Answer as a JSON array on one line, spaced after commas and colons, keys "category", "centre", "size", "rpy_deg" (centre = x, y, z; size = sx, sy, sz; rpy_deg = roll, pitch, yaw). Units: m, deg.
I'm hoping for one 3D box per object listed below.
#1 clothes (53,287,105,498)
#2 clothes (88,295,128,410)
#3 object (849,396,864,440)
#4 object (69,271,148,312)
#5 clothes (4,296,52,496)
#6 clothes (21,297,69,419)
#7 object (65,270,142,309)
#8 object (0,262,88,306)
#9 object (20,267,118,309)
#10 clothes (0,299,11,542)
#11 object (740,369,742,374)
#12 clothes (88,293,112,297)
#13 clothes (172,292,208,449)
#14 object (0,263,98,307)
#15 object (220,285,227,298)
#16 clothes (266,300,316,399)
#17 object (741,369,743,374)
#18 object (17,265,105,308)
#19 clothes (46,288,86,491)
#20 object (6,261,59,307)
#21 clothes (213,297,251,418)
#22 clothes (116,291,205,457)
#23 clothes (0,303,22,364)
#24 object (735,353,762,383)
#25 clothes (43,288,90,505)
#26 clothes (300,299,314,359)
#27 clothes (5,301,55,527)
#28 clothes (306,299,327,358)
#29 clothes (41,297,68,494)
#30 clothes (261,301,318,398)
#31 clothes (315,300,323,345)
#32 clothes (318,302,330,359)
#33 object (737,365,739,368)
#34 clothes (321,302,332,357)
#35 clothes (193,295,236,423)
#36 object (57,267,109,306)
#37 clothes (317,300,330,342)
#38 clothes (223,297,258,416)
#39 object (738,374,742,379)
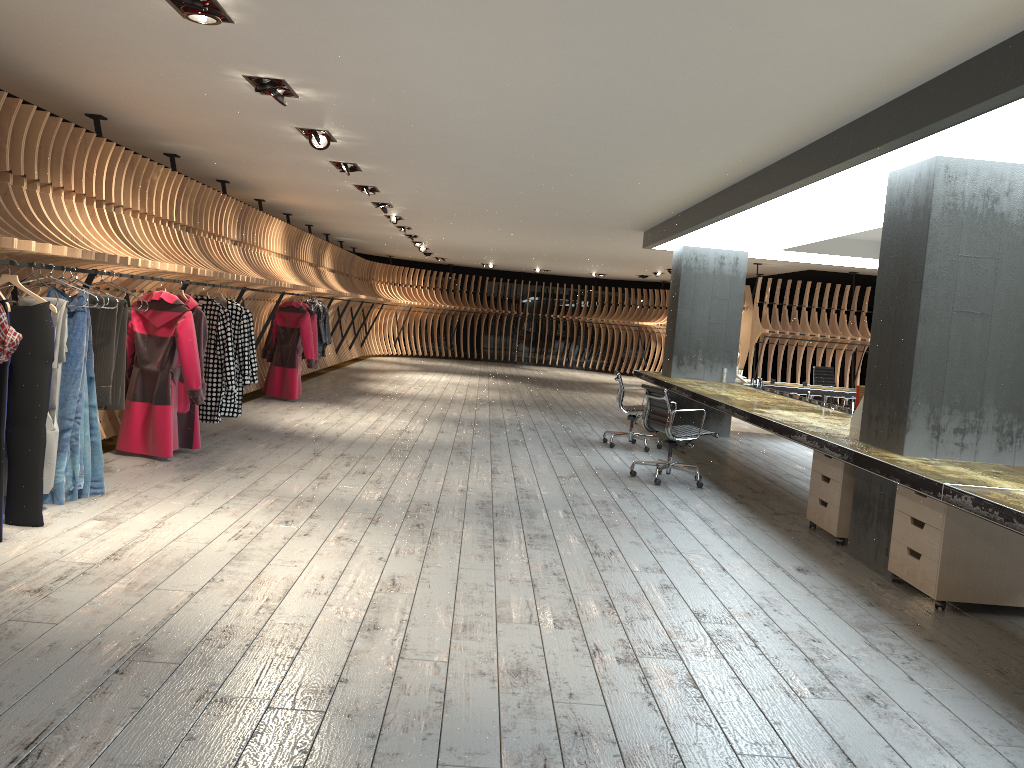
[{"category": "clothes", "centre": [-2.775, 0.161, 5.698], "size": [0.373, 1.535, 0.312], "rpy_deg": [6, 3, 9]}, {"category": "clothes", "centre": [-2.758, -0.207, 5.966], "size": [0.278, 0.766, 0.263], "rpy_deg": [5, 3, 5]}, {"category": "object", "centre": [2.442, 0.194, 6.076], "size": [0.129, 0.382, 0.240], "rpy_deg": [5, 4, -2]}, {"category": "object", "centre": [-2.783, -0.651, 6.128], "size": [0.547, 0.262, 0.023], "rpy_deg": [5, 3, 0]}, {"category": "clothes", "centre": [-2.757, 0.076, 5.042], "size": [0.273, 1.142, 0.170], "rpy_deg": [7, 4, 30]}, {"category": "clothes", "centre": [-2.806, 0.056, 5.253], "size": [0.273, 1.142, 0.170], "rpy_deg": [2, 5, -45]}, {"category": "object", "centre": [-2.747, -0.644, 5.937], "size": [0.549, 0.242, 0.023], "rpy_deg": [5, 3, 0]}, {"category": "object", "centre": [-2.723, -0.577, 5.122], "size": [0.549, 0.250, 0.023], "rpy_deg": [5, 3, 0]}, {"category": "object", "centre": [-2.731, -0.607, 5.494], "size": [0.549, 0.242, 0.023], "rpy_deg": [3, 4, -30]}, {"category": "clothes", "centre": [-2.771, 0.218, 4.642], "size": [0.540, 1.351, 0.087], "rpy_deg": [8, 4, 37]}, {"category": "object", "centre": [3.254, -0.133, 12.633], "size": [0.007, 0.170, 0.030], "rpy_deg": [3, 4, -25]}, {"category": "clothes", "centre": [-2.885, -0.238, 6.135], "size": [0.336, 0.775, 0.255], "rpy_deg": [6, 3, 13]}, {"category": "clothes", "centre": [-2.851, -0.118, 7.420], "size": [0.840, 1.311, 0.321], "rpy_deg": [7, 4, 27]}, {"category": "object", "centre": [-2.725, -0.590, 5.230], "size": [0.549, 0.242, 0.023], "rpy_deg": [1, 5, -40]}, {"category": "object", "centre": [-2.838, -0.836, 8.641], "size": [0.525, 0.270, 0.012], "rpy_deg": [4, 3, -12]}, {"category": "clothes", "centre": [-2.981, -0.468, 11.934], "size": [0.840, 1.311, 0.321], "rpy_deg": [7, 4, 27]}, {"category": "object", "centre": [3.264, -0.133, 12.633], "size": [0.030, 0.170, 0.007], "rpy_deg": [8, 4, 38]}, {"category": "object", "centre": [-2.734, -0.601, 5.387], "size": [0.549, 0.242, 0.023], "rpy_deg": [5, 3, 5]}, {"category": "clothes", "centre": [-2.817, 0.048, 5.544], "size": [0.277, 1.290, 0.317], "rpy_deg": [2, 4, -38]}, {"category": "object", "centre": [-2.719, -0.574, 5.025], "size": [0.550, 0.242, 0.023], "rpy_deg": [8, 4, 34]}, {"category": "clothes", "centre": [-2.880, -0.258, 8.473], "size": [0.773, 1.159, 0.191], "rpy_deg": [5, 3, -2]}, {"category": "clothes", "centre": [-2.842, -0.096, 7.132], "size": [0.840, 1.311, 0.321], "rpy_deg": [6, 4, 17]}, {"category": "clothes", "centre": [-2.722, 0.021, 4.126], "size": [0.759, 1.029, 0.179], "rpy_deg": [4, 3, -16]}, {"category": "object", "centre": [3.270, -0.222, 12.410], "size": [0.431, 0.429, 0.195], "rpy_deg": [5, 3, -6]}, {"category": "clothes", "centre": [-2.785, 0.175, 5.405], "size": [0.277, 1.541, 0.317], "rpy_deg": [5, 3, -3]}, {"category": "clothes", "centre": [-2.956, -0.773, 12.583], "size": [0.746, 0.853, 0.166], "rpy_deg": [8, 5, 43]}, {"category": "clothes", "centre": [-2.794, 0.201, 4.844], "size": [0.539, 1.351, 0.087], "rpy_deg": [5, 3, -2]}, {"category": "clothes", "centre": [-2.935, -0.806, 12.862], "size": [0.501, 0.853, 0.245], "rpy_deg": [4, 4, -18]}, {"category": "clothes", "centre": [-2.747, 0.066, 5.148], "size": [0.278, 1.140, 0.172], "rpy_deg": [5, 3, 5]}, {"category": "clothes", "centre": [-3.061, -0.491, 12.209], "size": [0.840, 1.315, 0.319], "rpy_deg": [5, 3, 5]}, {"category": "clothes", "centre": [-2.982, -0.825, 13.101], "size": [0.511, 0.853, 0.228], "rpy_deg": [6, 4, 18]}, {"category": "clothes", "centre": [-2.982, -0.814, 13.278], "size": [0.585, 0.853, 0.211], "rpy_deg": [7, 4, 25]}, {"category": "object", "centre": [3.180, -0.159, 12.608], "size": [0.084, 0.239, 0.009], "rpy_deg": [3, 4, -25]}, {"category": "clothes", "centre": [-2.990, -0.847, 13.734], "size": [0.683, 0.853, 0.181], "rpy_deg": [8, 5, 41]}, {"category": "clothes", "centre": [-2.858, -0.235, 8.182], "size": [0.773, 1.159, 0.191], "rpy_deg": [6, 4, 18]}, {"category": "object", "centre": [-2.755, -0.611, 5.614], "size": [0.548, 0.256, 0.023], "rpy_deg": [7, 4, 24]}, {"category": "clothes", "centre": [-2.999, -0.847, 13.402], "size": [0.530, 0.855, 0.234], "rpy_deg": [5, 3, -3]}, {"category": "clothes", "centre": [-2.873, -0.275, 8.697], "size": [0.772, 1.159, 0.191], "rpy_deg": [4, 3, -12]}, {"category": "object", "centre": [3.253, -0.090, 12.656], "size": [0.061, 0.111, 0.062], "rpy_deg": [4, 4, -13]}]
